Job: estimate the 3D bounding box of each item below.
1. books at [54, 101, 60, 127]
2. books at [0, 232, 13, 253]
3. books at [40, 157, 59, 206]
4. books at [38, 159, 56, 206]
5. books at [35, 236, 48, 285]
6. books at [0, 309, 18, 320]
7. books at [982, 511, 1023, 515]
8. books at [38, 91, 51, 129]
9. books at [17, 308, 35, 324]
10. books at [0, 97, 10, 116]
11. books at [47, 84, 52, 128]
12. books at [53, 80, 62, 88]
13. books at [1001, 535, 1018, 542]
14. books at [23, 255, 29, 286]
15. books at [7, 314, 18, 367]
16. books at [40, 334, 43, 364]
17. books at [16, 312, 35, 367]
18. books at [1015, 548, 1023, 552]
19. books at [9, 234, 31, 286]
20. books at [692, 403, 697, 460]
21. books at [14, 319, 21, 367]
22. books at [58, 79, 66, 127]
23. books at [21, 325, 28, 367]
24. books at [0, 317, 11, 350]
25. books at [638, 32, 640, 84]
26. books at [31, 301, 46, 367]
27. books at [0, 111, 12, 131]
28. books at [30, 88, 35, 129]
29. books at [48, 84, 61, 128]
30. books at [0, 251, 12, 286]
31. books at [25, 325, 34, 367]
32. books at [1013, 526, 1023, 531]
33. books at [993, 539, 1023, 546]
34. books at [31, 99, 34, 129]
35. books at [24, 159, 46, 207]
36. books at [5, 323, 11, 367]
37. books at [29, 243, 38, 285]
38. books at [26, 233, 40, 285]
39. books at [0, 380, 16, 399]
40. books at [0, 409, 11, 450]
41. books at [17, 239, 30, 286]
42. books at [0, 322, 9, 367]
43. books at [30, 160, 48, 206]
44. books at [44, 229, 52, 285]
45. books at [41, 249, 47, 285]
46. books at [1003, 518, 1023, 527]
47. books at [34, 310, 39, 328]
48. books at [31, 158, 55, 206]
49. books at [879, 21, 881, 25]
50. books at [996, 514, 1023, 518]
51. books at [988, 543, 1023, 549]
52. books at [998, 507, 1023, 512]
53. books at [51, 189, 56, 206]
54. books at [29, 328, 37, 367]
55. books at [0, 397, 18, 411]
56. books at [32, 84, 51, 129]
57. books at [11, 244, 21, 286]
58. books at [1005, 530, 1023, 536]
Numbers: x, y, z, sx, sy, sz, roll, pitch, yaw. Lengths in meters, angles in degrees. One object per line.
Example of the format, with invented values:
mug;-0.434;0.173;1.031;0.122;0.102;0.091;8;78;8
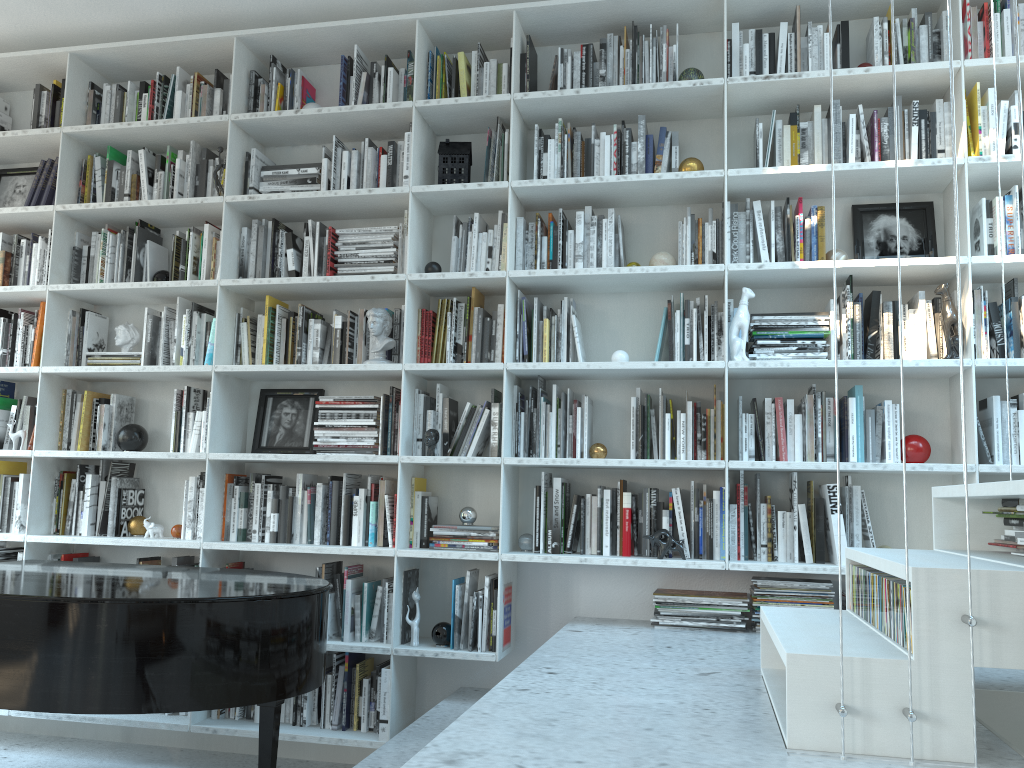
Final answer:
books;-2.131;-1.235;4.272;0.027;0.190;0.177;0;-7;12
books;-2.384;-0.556;4.226;0.030;0.285;0.185;0;-7;12
books;-2.149;-0.916;4.231;0.097;0.282;0.174;0;-7;12
books;-2.174;-0.911;4.257;0.110;0.279;0.174;0;-7;12
books;-2.174;-0.545;4.186;0.022;0.263;0.174;0;-7;12
books;-2.390;-0.196;4.198;0.013;0.299;0.152;0;-7;12
books;1.355;0.335;2.289;0.198;0.006;0.188;0;-8;9
books;-2.217;-1.264;4.290;0.028;0.248;0.155;0;-7;12
books;-2.296;-0.196;4.197;0.011;0.304;0.130;0;-7;12
books;-2.555;-1.282;4.393;0.015;0.293;0.131;0;-7;12
books;-2.181;-1.280;4.296;0.013;0.283;0.167;0;-7;12
books;-2.190;-1.296;4.315;0.014;0.320;0.137;0;-7;12
books;1.364;0.400;2.279;0.159;0.012;0.225;-1;-8;20
books;-2.261;-0.504;4.218;0.022;0.185;0.137;0;-7;12
books;-2.311;-0.182;4.183;0.012;0.272;0.145;0;-7;12
books;-2.134;-0.138;4.142;0.030;0.183;0.152;0;-7;12
books;-2.251;-0.185;4.161;0.015;0.274;0.157;0;-7;12
books;1.391;0.428;2.270;0.130;0.014;0.188;0;-8;12
books;-2.323;-0.553;4.236;0.025;0.285;0.161;0;-7;12
books;0.720;0.195;3.496;0.016;0.230;0.138;0;-7;12
books;-2.287;-0.171;4.187;0.011;0.251;0.139;0;-7;12
books;-2.107;-1.289;4.263;0.025;0.296;0.163;0;-7;12
books;-2.236;-0.154;4.168;0.012;0.217;0.160;0;-7;12
books;-2.372;-0.173;4.202;0.021;0.256;0.156;0;-7;12
books;0.533;-1.292;3.698;0.006;0.288;0.156;0;-7;12
books;-2.165;-0.209;4.154;0.035;0.325;0.170;0;-7;12
books;-2.531;-1.241;4.376;0.013;0.209;0.136;0;-7;12
books;-2.284;-1.276;4.325;0.013;0.277;0.151;0;-7;12
books;-2.162;-1.277;4.280;0.011;0.274;0.184;0;-7;12
books;-2.357;-0.512;4.211;0.029;0.195;0.192;0;-7;12
books;-2.219;-0.156;4.169;0.021;0.220;0.148;0;-7;12
books;1.385;0.373;2.278;0.132;0.010;0.198;-1;-8;16
books;1.366;0.410;2.277;0.158;0.009;0.216;1;-8;6
books;-2.267;-1.248;4.305;0.028;0.218;0.153;0;-7;12
books;-2.243;-0.912;4.263;0.110;0.279;0.174;0;-7;12
books;-2.322;-0.159;4.187;0.013;0.227;0.152;0;-7;12
books;-2.200;-0.528;4.190;0.030;0.230;0.172;0;-7;12
books;-2.219;-0.553;4.202;0.012;0.280;0.188;0;-7;12
books;-2.413;0.152;4.172;0.011;0.335;0.153;0;-7;12
books;-2.340;0.220;4.115;0.029;0.190;0.189;0;-7;12
books;-2.284;-0.541;4.230;0.029;0.260;0.158;0;-7;12
books;-2.338;-0.162;4.179;0.013;0.229;0.177;0;-7;12
books;-2.218;-0.911;4.266;0.110;0.279;0.174;0;-7;12
books;-2.121;-0.560;4.169;0.012;0.290;0.182;0;-7;12
books;-2.154;-0.515;4.191;0.013;0.206;0.172;0;-7;12
books;1.378;0.358;2.281;0.140;0.022;0.181;1;-7;6
books;-2.200;-0.191;4.174;0.015;0.292;0.144;0;-7;12
books;-2.200;-0.913;4.244;0.110;0.279;0.174;0;-7;12
books;1.448;-1.277;3.515;0.008;0.257;0.147;0;-7;12
books;1.372;0.343;2.284;0.159;0.009;0.208;0;-8;8
books;1.359;0.418;2.278;0.189;0.007;0.195;0;-8;10
books;1.375;0.326;2.286;0.161;0.012;0.195;0;-8;10
books;-2.112;-0.916;4.244;0.078;0.285;0.174;0;-7;12
books;-2.191;-0.148;4.151;0.013;0.203;0.161;0;-7;12
books;-2.356;0.192;4.135;0.011;0.250;0.172;0;-7;12
books;-2.242;-1.279;4.298;0.024;0.279;0.188;0;-7;12
books;-2.308;-0.528;4.218;0.013;0.232;0.171;0;-7;12
books;1.378;0.386;2.278;0.145;0.015;0.166;1;-8;7
